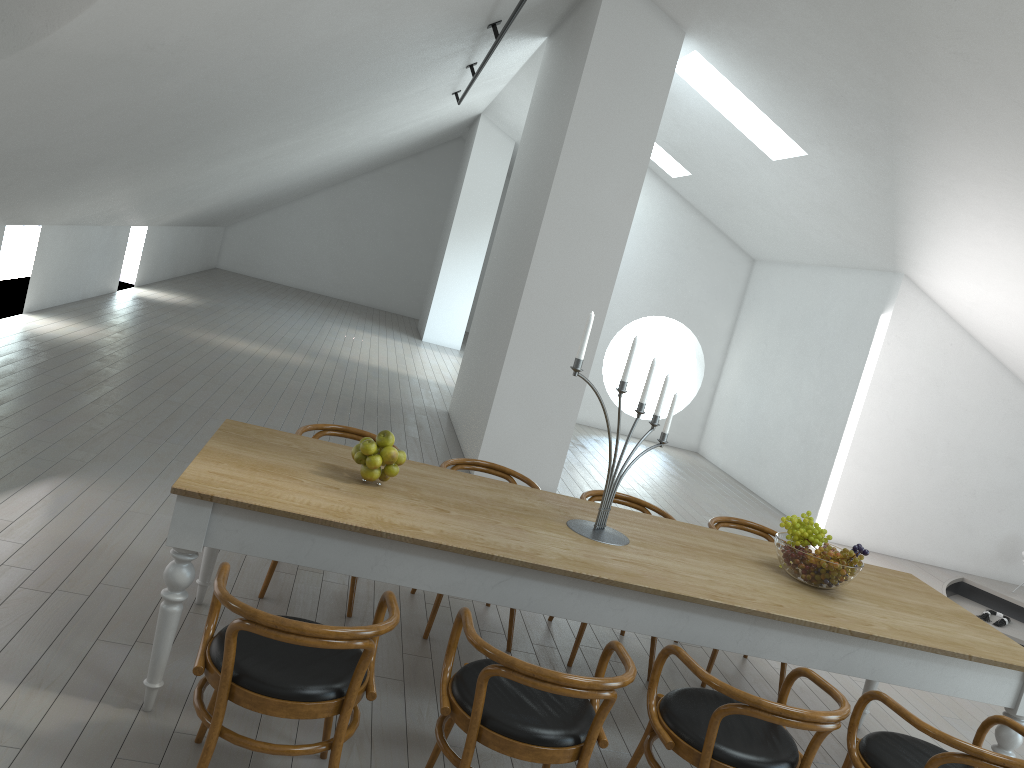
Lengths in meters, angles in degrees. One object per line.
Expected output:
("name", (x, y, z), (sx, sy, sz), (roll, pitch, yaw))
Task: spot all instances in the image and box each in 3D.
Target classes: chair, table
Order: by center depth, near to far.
("chair", (-0.672, 0.912, 2.596), (0.526, 0.733, 0.624), (14, 7, -14))
("chair", (0.020, 1.084, 2.714), (0.527, 0.733, 0.624), (14, 7, -7))
("chair", (0.706, 1.246, 2.901), (0.526, 0.733, 0.624), (14, 7, -14))
("chair", (1.406, 1.427, 2.970), (0.526, 0.733, 0.624), (14, 7, -10))
("table", (0.345, 1.012, 3.631), (3.344, 0.796, 1.023), (14, 7, -10))
("chair", (-0.876, 0.624, 4.308), (0.527, 0.733, 0.624), (14, 7, -8))
("chair", (-0.176, 0.806, 4.369), (0.526, 0.733, 0.624), (14, 7, -15))
("chair", (0.520, 0.981, 4.482), (0.526, 0.733, 0.624), (14, 7, -10))
("chair", (1.208, 1.145, 4.650), (0.527, 0.733, 0.624), (14, 7, -7))

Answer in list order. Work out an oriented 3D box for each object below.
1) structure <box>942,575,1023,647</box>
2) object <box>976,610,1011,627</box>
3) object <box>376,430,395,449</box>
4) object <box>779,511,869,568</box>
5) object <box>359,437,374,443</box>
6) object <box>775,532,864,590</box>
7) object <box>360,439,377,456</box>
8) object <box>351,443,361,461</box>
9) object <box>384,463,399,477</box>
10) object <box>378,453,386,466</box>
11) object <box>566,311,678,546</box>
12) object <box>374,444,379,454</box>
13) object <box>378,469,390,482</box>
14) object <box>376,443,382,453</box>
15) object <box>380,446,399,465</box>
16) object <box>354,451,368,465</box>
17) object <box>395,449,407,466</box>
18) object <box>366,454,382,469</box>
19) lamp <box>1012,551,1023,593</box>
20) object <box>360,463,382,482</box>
("structure", (5.613, 2.810, 6.673), (4.731, 0.691, 4.702), (20, 9, 34))
("object", (4.308, 2.091, 7.908), (0.219, 0.082, 0.472), (22, 10, 42))
("object", (-0.486, 0.214, 3.405), (0.072, 0.074, 0.073), (14, 7, -10))
("object", (1.275, 0.695, 3.687), (0.292, 0.283, 0.396), (8, 10, -46))
("object", (-0.569, 0.240, 3.474), (0.063, 0.063, 0.062), (21, 9, 42))
("object", (1.249, 0.756, 3.666), (0.359, 0.159, 0.362), (11, 8, -30))
("object", (-0.542, 0.240, 3.343), (0.062, 0.059, 0.062), (14, 7, -10))
("object", (-0.581, 0.268, 3.420), (0.076, 0.076, 0.077), (9, 9, -43))
("object", (-0.461, 0.328, 3.394), (0.059, 0.056, 0.060), (13, 7, -16))
("object", (-0.498, 0.288, 3.485), (0.070, 0.072, 0.071), (8, 9, -45))
("object", (0.404, 0.176, 3.506), (0.773, 0.872, 0.267), (10, 8, -36))
("object", (-0.535, 0.252, 3.395), (0.052, 0.050, 0.053), (10, 9, -39))
("object", (-0.496, 0.354, 3.436), (0.051, 0.050, 0.050), (14, 7, -7))
("object", (-0.512, 0.241, 3.460), (0.053, 0.057, 0.058), (16, 7, 4))
("object", (-0.467, 0.273, 3.375), (0.072, 0.071, 0.066), (9, 9, -41))
("object", (-0.573, 0.280, 3.366), (0.053, 0.053, 0.051), (13, 7, -19))
("object", (-0.447, 0.286, 3.445), (0.072, 0.063, 0.071), (13, 7, -17))
("object", (-0.521, 0.293, 3.342), (0.062, 0.059, 0.062), (15, 7, -6))
("lamp", (4.948, 1.768, 8.355), (0.305, 0.523, 0.307), (13, 7, -22))
("object", (-0.539, 0.334, 3.387), (0.081, 0.074, 0.078), (20, 8, 34))
